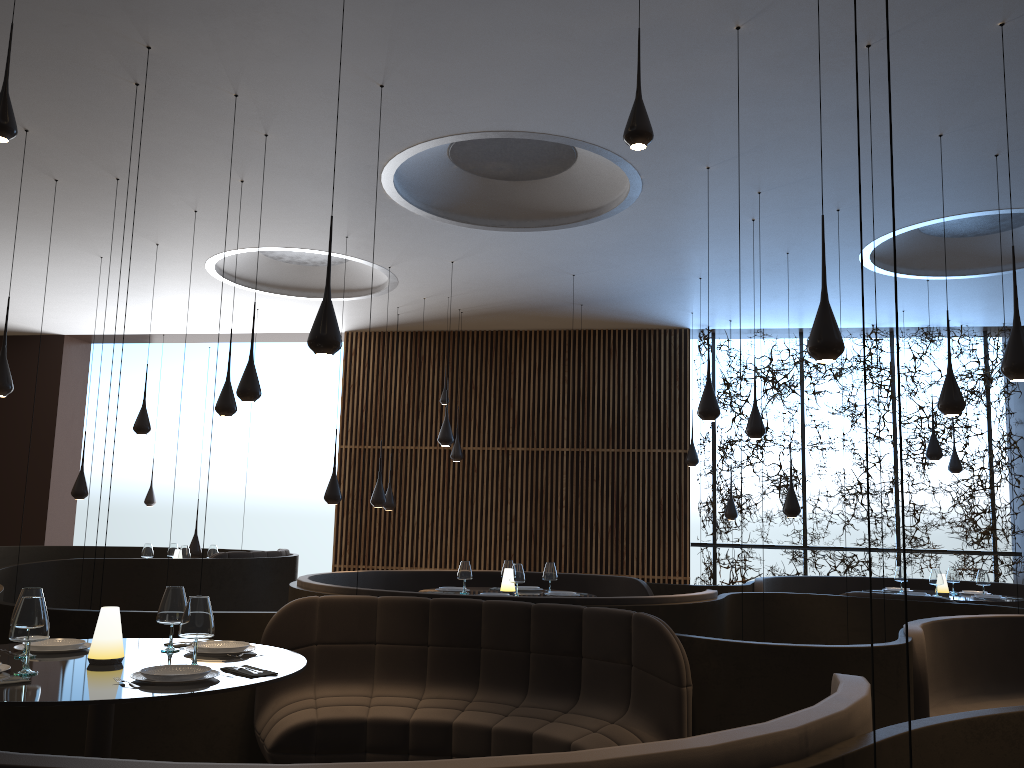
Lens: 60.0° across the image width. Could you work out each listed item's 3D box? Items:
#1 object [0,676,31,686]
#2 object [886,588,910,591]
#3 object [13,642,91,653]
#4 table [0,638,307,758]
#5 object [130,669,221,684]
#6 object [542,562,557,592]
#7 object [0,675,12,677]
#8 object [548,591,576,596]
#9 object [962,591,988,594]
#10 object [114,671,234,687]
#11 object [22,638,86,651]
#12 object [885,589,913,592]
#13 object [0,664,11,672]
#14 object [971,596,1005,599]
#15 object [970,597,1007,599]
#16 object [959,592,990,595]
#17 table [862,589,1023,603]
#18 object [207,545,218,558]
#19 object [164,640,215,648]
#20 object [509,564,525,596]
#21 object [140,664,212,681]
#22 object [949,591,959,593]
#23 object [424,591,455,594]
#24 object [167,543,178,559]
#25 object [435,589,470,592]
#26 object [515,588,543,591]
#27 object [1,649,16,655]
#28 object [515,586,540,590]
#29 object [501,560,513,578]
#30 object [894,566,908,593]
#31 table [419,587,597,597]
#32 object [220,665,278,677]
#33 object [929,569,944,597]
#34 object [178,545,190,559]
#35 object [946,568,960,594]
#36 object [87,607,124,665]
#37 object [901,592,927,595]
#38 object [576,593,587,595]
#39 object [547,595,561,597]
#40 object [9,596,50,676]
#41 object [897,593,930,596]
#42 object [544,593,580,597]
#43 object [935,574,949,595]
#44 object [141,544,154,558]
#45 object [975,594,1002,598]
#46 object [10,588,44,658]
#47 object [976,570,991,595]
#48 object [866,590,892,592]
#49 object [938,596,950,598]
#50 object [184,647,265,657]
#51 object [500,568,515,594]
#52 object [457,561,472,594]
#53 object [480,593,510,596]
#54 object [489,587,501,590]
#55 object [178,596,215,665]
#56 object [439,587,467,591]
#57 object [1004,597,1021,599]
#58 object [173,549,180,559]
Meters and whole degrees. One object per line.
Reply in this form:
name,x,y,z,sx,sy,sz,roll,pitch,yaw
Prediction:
object,-1.906,1.091,3.225,0.126,0.017,0.262,-6,-12,39
object,4.509,2.403,10.361,0.263,0.029,0.264,-8,-13,44
object,-2.121,1.220,4.106,0.332,0.014,0.333,0,-9,10
table,-1.742,1.692,3.702,1.674,1.020,1.676,-7,-12,43
object,-1.308,1.136,3.449,0.332,0.014,0.333,6,-10,-25
object,0.362,1.854,8.456,0.142,0.294,0.142,-3,-9,30
object,-2.133,1.112,3.431,0.411,0.012,0.205,-5,-11,35
object,0.466,1.949,8.234,0.263,0.029,0.264,1,-9,4
object,5.304,2.392,10.157,0.263,0.029,0.264,1,-9,1
object,-1.311,1.137,3.446,0.204,0.012,0.412,-6,-12,40
object,-2.121,1.211,4.108,0.263,0.029,0.264,-1,-9,14
object,4.508,2.413,10.360,0.332,0.014,0.333,0,-9,7
object,-2.129,1.110,3.429,0.332,0.014,0.333,3,-9,-9
object,5.108,2.291,9.507,0.332,0.014,0.333,2,-9,-6
object,5.104,2.292,9.504,0.411,0.012,0.205,7,-11,-29
object,5.303,2.401,10.155,0.332,0.014,0.333,0,-9,7
table,4.809,2.868,9.866,1.674,1.020,1.676,7,-10,-30
object,-3.811,2.197,11.283,0.142,0.294,0.142,5,-9,-23
object,-1.581,1.290,4.402,0.126,0.017,0.262,-7,-13,43
object,0.047,1.763,7.953,0.142,0.294,0.142,4,-8,-20
object,-1.308,1.126,3.451,0.263,0.029,0.264,3,-9,-6
object,5.146,2.446,10.411,0.262,0.017,0.127,8,-11,-34
object,-0.666,1.920,8.143,0.262,0.017,0.127,-1,-10,16
object,-4.383,2.210,11.460,0.142,0.294,0.142,4,-8,-17
object,-0.564,1.962,8.426,0.332,0.014,0.333,4,-10,-15
object,0.146,2.047,8.832,0.332,0.014,0.333,-1,-10,17
object,-2.118,1.222,4.110,0.204,0.012,0.411,-7,-13,44
object,0.146,2.037,8.833,0.263,0.029,0.264,6,-10,-24
object,-0.037,1.884,8.712,0.142,0.294,0.142,5,-9,-24
object,4.458,2.240,10.153,0.142,0.294,0.142,1,-8,4
table,-0.054,2.477,8.271,1.672,1.020,1.678,-1,-9,19
object,-1.083,1.181,3.647,0.262,0.017,0.127,-8,-13,44
object,4.599,2.155,9.607,0.142,0.294,0.142,1,-8,2
object,-3.974,2.106,10.744,0.142,0.294,0.142,0,-8,12
object,5.076,2.265,10.205,0.142,0.294,0.142,0,-8,9
object,-1.726,1.072,3.786,0.142,0.231,0.145,4,-8,-16
object,4.367,2.282,9.637,0.263,0.029,0.264,-1,-9,15
object,0.586,2.013,8.506,0.262,0.017,0.127,-2,-10,20
object,0.465,1.959,8.228,0.204,0.012,0.412,-1,-10,16
object,-1.894,0.987,3.481,0.142,0.294,0.142,-2,-9,27
object,4.367,2.292,9.636,0.332,0.014,0.333,2,-9,-5
object,0.465,1.958,8.232,0.332,0.014,0.333,-3,-10,27
object,4.826,2.248,9.949,0.144,0.231,0.143,3,-8,-10
object,-4.531,2.134,11.015,0.142,0.294,0.142,1,-8,6
object,5.108,2.282,9.508,0.263,0.029,0.264,2,-9,-2
object,-2.122,1.047,3.894,0.142,0.294,0.142,6,-9,-31
object,5.180,2.194,9.746,0.142,0.294,0.142,8,-10,-37
object,4.236,2.392,10.230,0.126,0.017,0.262,7,-10,-28
object,4.505,2.260,9.368,0.262,0.017,0.127,7,-11,-30
object,-1.370,1.254,4.182,0.411,0.012,0.205,-6,-12,39
object,-0.037,1.857,8.355,0.144,0.231,0.143,-2,-9,25
object,-0.439,1.798,8.246,0.142,0.294,0.142,6,-9,-29
object,-0.152,1.864,7.811,0.263,0.029,0.264,-3,-10,25
object,-0.148,2.058,8.905,0.126,0.017,0.263,0,-9,11
object,-1.316,1.038,3.699,0.142,0.294,0.142,7,-10,-34
object,-0.563,1.952,8.427,0.263,0.029,0.264,-2,-10,23
object,5.388,2.324,9.617,0.126,0.017,0.262,6,-10,-25
object,-4.187,2.188,11.098,0.142,0.231,0.145,-3,-9,30
